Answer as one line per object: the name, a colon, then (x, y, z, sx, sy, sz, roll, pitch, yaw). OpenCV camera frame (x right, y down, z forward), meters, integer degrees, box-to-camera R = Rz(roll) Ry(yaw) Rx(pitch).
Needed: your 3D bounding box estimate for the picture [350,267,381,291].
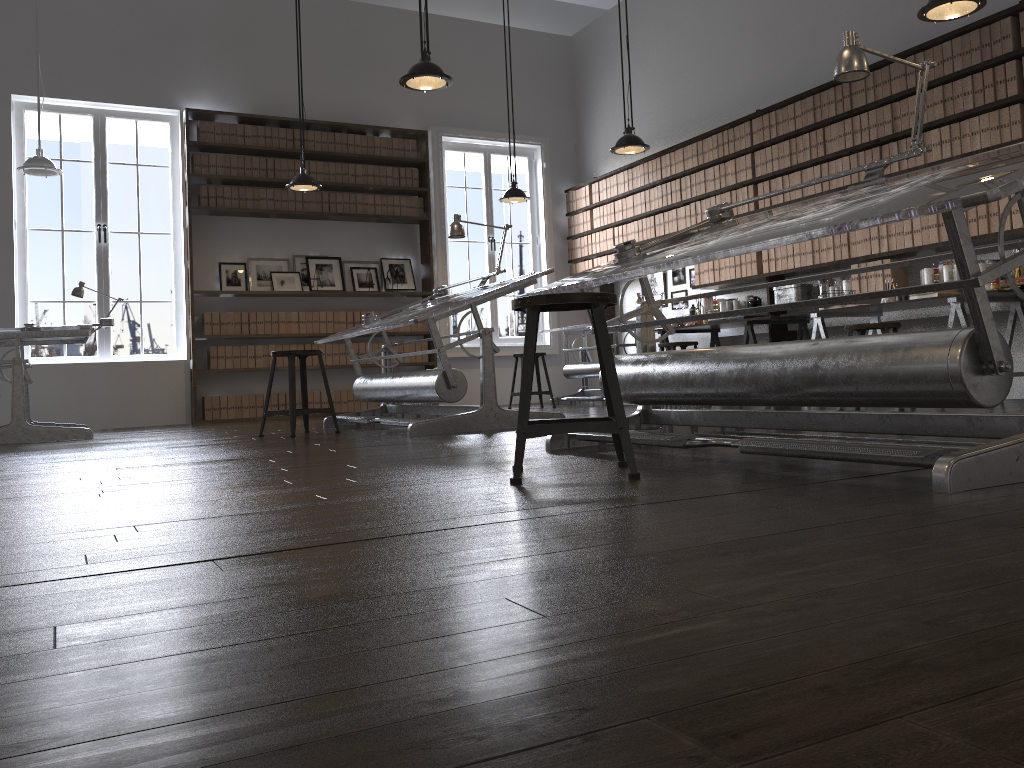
picture: (-1.545, -1.093, 9.331, 0.290, 0.291, 0.126, -2, -2, -27)

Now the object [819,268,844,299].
object: (2.489, -0.797, 6.954, 0.156, 0.272, 0.181, -1, -2, -43)

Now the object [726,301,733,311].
object: (1.942, -0.689, 7.896, 0.063, 0.093, 0.062, -1, -2, -42)

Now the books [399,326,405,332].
books: (-1.205, -0.655, 9.438, 0.067, 0.226, 0.174, -1, -2, -27)

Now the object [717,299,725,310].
object: (1.910, -0.712, 8.082, 0.070, 0.131, 0.070, -3, -2, 11)

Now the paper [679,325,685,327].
paper: (1.522, -0.509, 7.844, 0.137, 0.038, 0.155, -3, 0, -42)

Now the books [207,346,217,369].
books: (-2.892, -0.251, 8.542, 0.067, 0.226, 0.174, -1, -2, -27)

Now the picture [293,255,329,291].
picture: (-2.058, -1.127, 9.120, 0.369, 0.407, 0.091, -2, -3, -27)

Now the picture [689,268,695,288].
picture: (1.804, -1.036, 8.569, 0.023, 0.184, 0.250, -1, -1, -27)

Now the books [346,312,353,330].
books: (-1.703, -0.631, 9.185, 0.067, 0.226, 0.174, -1, -2, -27)

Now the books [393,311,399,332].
books: (-1.262, -0.652, 9.410, 0.067, 0.226, 0.174, -1, -2, -27)

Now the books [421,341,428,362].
books: (-0.966, -0.343, 9.537, 0.067, 0.226, 0.174, -1, -2, -27)

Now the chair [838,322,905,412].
chair: (2.185, -0.097, 5.328, 0.371, 0.529, 0.358, -4, -2, 36)

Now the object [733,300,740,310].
object: (1.990, -0.691, 7.850, 0.062, 0.094, 0.061, -1, -2, -42)

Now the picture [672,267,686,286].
picture: (1.665, -1.133, 8.839, 0.022, 0.285, 0.201, -1, -2, -28)

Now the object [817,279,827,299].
object: (2.495, -0.750, 7.113, 0.078, 0.189, 0.079, -5, -3, 42)

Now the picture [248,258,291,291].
picture: (-2.437, -1.089, 8.919, 0.416, 0.366, 0.083, -2, -2, -27)

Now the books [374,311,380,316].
books: (-1.445, -0.643, 9.317, 0.067, 0.226, 0.174, -1, -2, -27)

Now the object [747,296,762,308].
object: (2.078, -0.702, 7.651, 0.091, 0.109, 0.170, -2, -1, -27)

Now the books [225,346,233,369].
books: (-2.765, -0.257, 8.612, 0.067, 0.226, 0.174, -1, -2, -27)

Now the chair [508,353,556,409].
chair: (0.176, -0.024, 8.317, 0.358, 0.529, 0.371, -2, -2, -19)

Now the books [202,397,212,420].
books: (-2.927, 0.234, 8.499, 0.067, 0.226, 0.174, -1, -2, -27)

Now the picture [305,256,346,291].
picture: (-1.922, -1.126, 9.130, 0.373, 0.392, 0.148, -2, -2, -27)

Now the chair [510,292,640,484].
chair: (0.166, 0.010, 2.595, 0.358, 0.529, 0.371, -3, -2, 1)

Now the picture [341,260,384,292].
picture: (-1.576, -1.126, 9.363, 0.434, 0.362, 0.095, -2, -2, -27)

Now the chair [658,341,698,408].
chair: (1.347, -0.069, 7.113, 0.358, 0.529, 0.371, -2, -2, -19)

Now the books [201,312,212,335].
books: (-2.945, -0.571, 8.541, 0.067, 0.226, 0.174, -1, -2, -27)

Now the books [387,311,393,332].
books: (-1.319, -0.649, 9.376, 0.067, 0.226, 0.174, -1, -2, -27)

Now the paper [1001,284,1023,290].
paper: (2.888, -0.555, 5.185, 0.137, 0.038, 0.155, -3, 0, -12)

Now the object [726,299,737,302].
object: (1.989, -0.705, 8.014, 0.094, 0.128, 0.094, -3, -2, 3)

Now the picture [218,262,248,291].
picture: (-2.760, -1.049, 8.772, 0.267, 0.316, 0.058, -2, -3, -27)

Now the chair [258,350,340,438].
chair: (-1.315, 0.060, 5.460, 0.357, 0.529, 0.372, -4, -2, 41)

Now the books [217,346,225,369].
books: (-2.828, -0.254, 8.575, 0.067, 0.226, 0.174, -1, -2, -27)

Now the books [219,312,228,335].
books: (-2.815, -0.577, 8.604, 0.067, 0.226, 0.174, -1, -2, -27)

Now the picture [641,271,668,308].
picture: (1.467, -1.069, 9.202, 0.040, 0.576, 0.414, -1, -2, -27)

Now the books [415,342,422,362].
books: (-1.031, -0.340, 9.508, 0.067, 0.226, 0.174, -1, -2, -27)

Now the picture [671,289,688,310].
picture: (1.672, -0.840, 8.834, 0.023, 0.184, 0.250, -1, -1, -27)

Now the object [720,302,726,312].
object: (1.897, -0.688, 7.950, 0.062, 0.094, 0.061, -1, -2, -42)

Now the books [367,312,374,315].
books: (-1.506, -0.640, 9.281, 0.067, 0.226, 0.174, -1, -2, -27)

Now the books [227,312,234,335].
books: (-2.761, -0.580, 8.637, 0.067, 0.226, 0.174, -1, -2, -27)

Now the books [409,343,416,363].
books: (-1.094, -0.337, 9.476, 0.067, 0.226, 0.174, -1, -2, -27)

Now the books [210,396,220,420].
books: (-2.864, 0.231, 8.529, 0.067, 0.226, 0.174, -1, -2, -27)

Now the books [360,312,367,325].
books: (-1.571, -0.637, 9.253, 0.067, 0.226, 0.174, -1, -2, -27)

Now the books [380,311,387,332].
books: (-1.382, -0.646, 9.350, 0.067, 0.226, 0.174, -1, -2, -27)

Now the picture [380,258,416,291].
picture: (-1.222, -1.178, 9.516, 0.343, 0.365, 0.160, -2, -2, -27)

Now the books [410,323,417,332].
books: (-1.084, -0.661, 9.502, 0.067, 0.226, 0.174, -1, -2, -27)

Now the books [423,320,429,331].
books: (-0.962, -0.666, 9.559, 0.067, 0.226, 0.174, -1, -2, -27)

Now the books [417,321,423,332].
books: (-1.023, -0.664, 9.536, 0.067, 0.226, 0.174, -1, -2, -27)

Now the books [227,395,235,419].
books: (-2.737, 0.225, 8.593, 0.067, 0.226, 0.174, -1, -2, -27)

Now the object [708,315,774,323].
object: (1.831, -0.515, 7.089, 0.312, 0.033, 0.445, -3, 0, -27)

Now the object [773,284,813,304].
object: (2.311, -0.731, 7.280, 0.193, 0.153, 0.316, -2, 0, -28)

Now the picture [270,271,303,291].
picture: (-2.268, -1.026, 8.916, 0.300, 0.229, 0.144, -2, -2, -27)

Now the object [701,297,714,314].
object: (1.796, -0.725, 8.141, 0.107, 0.177, 0.106, -2, -2, -25)

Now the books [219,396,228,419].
books: (-2.800, 0.228, 8.558, 0.067, 0.226, 0.174, -1, -2, -27)

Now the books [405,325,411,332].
books: (-1.145, -0.658, 9.466, 0.067, 0.226, 0.174, -1, -2, -27)

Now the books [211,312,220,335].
books: (-2.879, -0.574, 8.571, 0.067, 0.226, 0.174, -1, -2, -27)

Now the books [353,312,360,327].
books: (-1.635, -0.634, 9.214, 0.067, 0.226, 0.174, -1, -2, -27)
